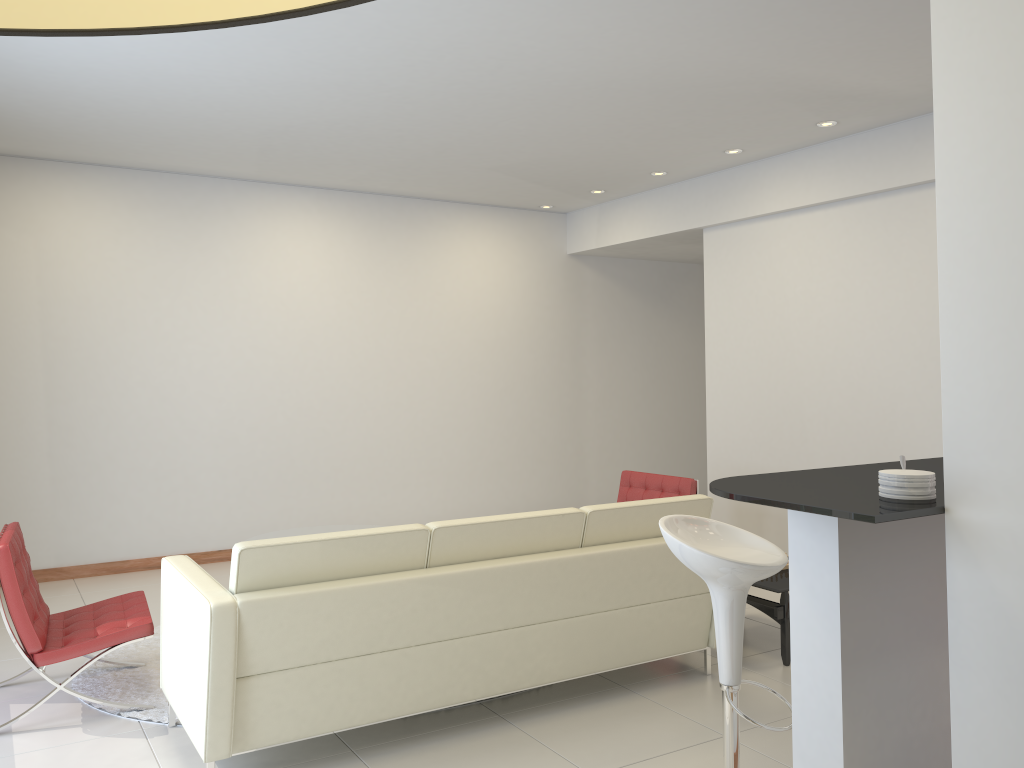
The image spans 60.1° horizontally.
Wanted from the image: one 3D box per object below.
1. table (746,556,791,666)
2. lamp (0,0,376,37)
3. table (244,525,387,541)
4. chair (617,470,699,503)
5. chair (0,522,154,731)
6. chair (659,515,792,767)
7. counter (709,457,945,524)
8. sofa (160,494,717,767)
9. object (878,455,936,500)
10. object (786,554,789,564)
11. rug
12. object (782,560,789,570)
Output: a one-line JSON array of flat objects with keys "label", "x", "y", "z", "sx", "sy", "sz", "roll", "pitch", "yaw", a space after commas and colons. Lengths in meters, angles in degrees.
[{"label": "table", "x": 1.430, "y": 1.260, "z": 5.102, "sx": 0.700, "sy": 0.423, "sz": 0.915, "roll": 0, "pitch": 0, "yaw": -31}, {"label": "lamp", "x": -0.201, "y": -0.899, "z": 0.139, "sx": 0.594, "sy": 1.497, "sz": 0.593, "roll": 1, "pitch": -2, "yaw": -29}, {"label": "table", "x": -1.144, "y": 1.273, "z": 5.920, "sx": 1.320, "sy": 0.405, "sz": 1.536, "roll": -1, "pitch": 1, "yaw": -32}, {"label": "chair", "x": 0.822, "y": 1.053, "z": 6.118, "sx": 0.706, "sy": 0.819, "sz": 0.699, "roll": 0, "pitch": -1, "yaw": -36}, {"label": "chair", "x": -2.122, "y": 1.101, "z": 4.256, "sx": 0.706, "sy": 0.819, "sz": 0.699, "roll": 0, "pitch": -1, "yaw": -26}, {"label": "chair", "x": 0.757, "y": 0.998, "z": 3.108, "sx": 0.464, "sy": 1.023, "sz": 0.456, "roll": -2, "pitch": -3, "yaw": 45}, {"label": "counter", "x": 1.922, "y": 0.292, "z": 3.131, "sx": 2.964, "sy": 0.019, "sz": 0.735, "roll": -1, "pitch": 1, "yaw": -31}, {"label": "sofa", "x": -0.218, "y": 1.030, "z": 4.185, "sx": 2.564, "sy": 0.925, "sz": 0.999, "roll": -1, "pitch": 0, "yaw": -31}, {"label": "object", "x": 1.068, "y": 0.250, "z": 2.377, "sx": 0.173, "sy": 0.098, "sz": 0.140, "roll": 0, "pitch": 0, "yaw": -38}, {"label": "object", "x": 1.573, "y": 1.003, "z": 5.078, "sx": 0.030, "sy": 0.052, "sz": 0.030, "roll": 1, "pitch": -2, "yaw": -39}, {"label": "rug", "x": -0.739, "y": 1.481, "z": 5.221, "sx": 3.327, "sy": 0.005, "sz": 2.440, "roll": -1, "pitch": 1, "yaw": -30}, {"label": "object", "x": 1.415, "y": 1.039, "z": 5.145, "sx": 0.360, "sy": 0.021, "sz": 0.360, "roll": -1, "pitch": 1, "yaw": -31}]
